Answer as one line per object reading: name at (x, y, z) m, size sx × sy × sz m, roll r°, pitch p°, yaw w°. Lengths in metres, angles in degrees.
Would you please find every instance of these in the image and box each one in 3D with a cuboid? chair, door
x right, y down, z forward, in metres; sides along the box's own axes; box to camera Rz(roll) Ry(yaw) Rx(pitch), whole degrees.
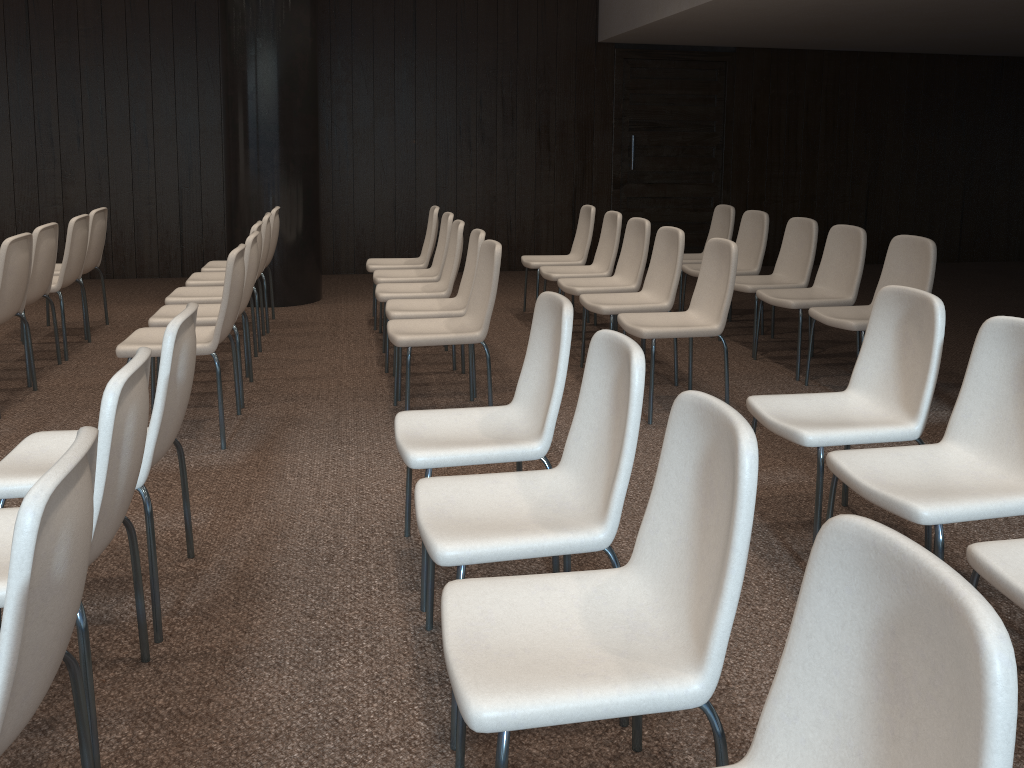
chair at (1.755, -0.689, 6.002) m, size 0.558 × 0.881 × 0.544 m, roll -1°, pitch 10°, yaw -12°
chair at (1.993, -0.372, 4.864) m, size 0.558 × 0.881 × 0.544 m, roll -2°, pitch 10°, yaw -13°
chair at (0.866, -0.315, 4.617) m, size 0.558 × 0.881 × 0.544 m, roll -1°, pitch 10°, yaw -10°
chair at (-1.217, 0.220, 2.603) m, size 0.558 × 0.881 × 0.544 m, roll -1°, pitch 10°, yaw -10°
chair at (-0.341, -0.267, 4.399) m, size 0.558 × 0.881 × 0.544 m, roll -2°, pitch 10°, yaw -13°
chair at (0.498, -0.811, 6.393) m, size 0.558 × 0.881 × 0.544 m, roll -1°, pitch 10°, yaw -10°
chair at (-0.582, -0.583, 5.530) m, size 0.558 × 0.881 × 0.544 m, roll -1°, pitch 10°, yaw -10°
chair at (-1.903, -0.707, 5.928) m, size 0.558 × 0.881 × 0.544 m, roll -2°, pitch 10°, yaw -13°
chair at (0.248, 0.655, 1.090) m, size 0.558 × 0.881 × 0.544 m, roll -1°, pitch 10°, yaw -10°
chair at (-1.534, -0.205, 4.129) m, size 0.558 × 0.881 × 0.544 m, roll -1°, pitch 10°, yaw -9°
chair at (1.156, 0.113, 3.080) m, size 0.558 × 0.881 × 0.544 m, roll -1°, pitch 10°, yaw -10°
chair at (-0.967, 0.551, 1.420) m, size 0.558 × 0.881 × 0.544 m, roll -1°, pitch 10°, yaw -12°
chair at (1.251, 0.271, 2.514) m, size 0.558 × 0.881 × 0.544 m, roll -1°, pitch 10°, yaw -12°
chair at (-0.099, 0.161, 2.861) m, size 0.558 × 0.881 × 0.544 m, roll -1°, pitch 10°, yaw -12°
chair at (-0.690, -0.750, 6.129) m, size 0.558 × 0.881 × 0.544 m, roll -1°, pitch 10°, yaw -11°
chair at (0.366, -0.976, 6.986) m, size 0.558 × 0.881 × 0.544 m, roll -1°, pitch 10°, yaw -9°
chair at (-1.790, -0.537, 5.317) m, size 0.558 × 0.881 × 0.544 m, roll -1°, pitch 10°, yaw -10°
chair at (-1.643, -0.372, 4.728) m, size 0.558 × 0.881 × 0.544 m, roll -1°, pitch 10°, yaw -11°
chair at (-3.030, -0.645, 5.661) m, size 0.558 × 0.881 × 0.544 m, roll -1°, pitch 10°, yaw -10°
chair at (0.034, 0.327, 2.267) m, size 0.558 × 0.881 × 0.544 m, roll -1°, pitch 10°, yaw -12°
chair at (-2.936, -0.482, 5.077) m, size 0.558 × 0.881 × 0.544 m, roll -1°, pitch 10°, yaw -10°
chair at (-1.118, 0.384, 2.015) m, size 0.558 × 0.881 × 0.544 m, roll -1°, pitch 10°, yaw -11°
chair at (-0.837, -0.914, 6.716) m, size 0.558 × 0.881 × 0.544 m, roll -1°, pitch 10°, yaw -10°
door at (1.768, -2.488, 9.766) m, size 1.401 × 2.355 × 0.274 m, roll -1°, pitch 7°, yaw -12°
chair at (-0.435, -0.425, 4.963) m, size 0.558 × 0.881 × 0.544 m, roll -1°, pitch 10°, yaw -10°
chair at (1.603, -0.856, 6.601) m, size 0.558 × 0.881 × 0.544 m, roll -2°, pitch 10°, yaw -13°
chair at (1.363, 0.440, 1.907) m, size 0.558 × 0.881 × 0.544 m, roll -1°, pitch 10°, yaw -12°
chair at (0.147, 0.486, 1.695) m, size 0.558 × 0.881 × 0.544 m, roll -1°, pitch 10°, yaw -9°
chair at (1.505, -1.019, 7.185) m, size 0.558 × 0.881 × 0.544 m, roll -1°, pitch 10°, yaw -9°
chair at (0.610, -0.654, 5.832) m, size 0.558 × 0.881 × 0.544 m, roll -2°, pitch 10°, yaw -13°
chair at (-3.180, -0.807, 6.239) m, size 0.558 × 0.881 × 0.544 m, roll -1°, pitch 10°, yaw -9°
chair at (0.711, -0.485, 5.224) m, size 0.558 × 0.881 × 0.544 m, roll -2°, pitch 10°, yaw -13°
chair at (-1.997, -0.865, 6.494) m, size 0.558 × 0.881 × 0.544 m, roll -1°, pitch 10°, yaw -10°
chair at (-2.783, -0.326, 4.517) m, size 0.558 × 0.881 × 0.544 m, roll -1°, pitch 10°, yaw -9°
chair at (1.860, -0.539, 5.462) m, size 0.558 × 0.881 × 0.544 m, roll -2°, pitch 10°, yaw -13°
